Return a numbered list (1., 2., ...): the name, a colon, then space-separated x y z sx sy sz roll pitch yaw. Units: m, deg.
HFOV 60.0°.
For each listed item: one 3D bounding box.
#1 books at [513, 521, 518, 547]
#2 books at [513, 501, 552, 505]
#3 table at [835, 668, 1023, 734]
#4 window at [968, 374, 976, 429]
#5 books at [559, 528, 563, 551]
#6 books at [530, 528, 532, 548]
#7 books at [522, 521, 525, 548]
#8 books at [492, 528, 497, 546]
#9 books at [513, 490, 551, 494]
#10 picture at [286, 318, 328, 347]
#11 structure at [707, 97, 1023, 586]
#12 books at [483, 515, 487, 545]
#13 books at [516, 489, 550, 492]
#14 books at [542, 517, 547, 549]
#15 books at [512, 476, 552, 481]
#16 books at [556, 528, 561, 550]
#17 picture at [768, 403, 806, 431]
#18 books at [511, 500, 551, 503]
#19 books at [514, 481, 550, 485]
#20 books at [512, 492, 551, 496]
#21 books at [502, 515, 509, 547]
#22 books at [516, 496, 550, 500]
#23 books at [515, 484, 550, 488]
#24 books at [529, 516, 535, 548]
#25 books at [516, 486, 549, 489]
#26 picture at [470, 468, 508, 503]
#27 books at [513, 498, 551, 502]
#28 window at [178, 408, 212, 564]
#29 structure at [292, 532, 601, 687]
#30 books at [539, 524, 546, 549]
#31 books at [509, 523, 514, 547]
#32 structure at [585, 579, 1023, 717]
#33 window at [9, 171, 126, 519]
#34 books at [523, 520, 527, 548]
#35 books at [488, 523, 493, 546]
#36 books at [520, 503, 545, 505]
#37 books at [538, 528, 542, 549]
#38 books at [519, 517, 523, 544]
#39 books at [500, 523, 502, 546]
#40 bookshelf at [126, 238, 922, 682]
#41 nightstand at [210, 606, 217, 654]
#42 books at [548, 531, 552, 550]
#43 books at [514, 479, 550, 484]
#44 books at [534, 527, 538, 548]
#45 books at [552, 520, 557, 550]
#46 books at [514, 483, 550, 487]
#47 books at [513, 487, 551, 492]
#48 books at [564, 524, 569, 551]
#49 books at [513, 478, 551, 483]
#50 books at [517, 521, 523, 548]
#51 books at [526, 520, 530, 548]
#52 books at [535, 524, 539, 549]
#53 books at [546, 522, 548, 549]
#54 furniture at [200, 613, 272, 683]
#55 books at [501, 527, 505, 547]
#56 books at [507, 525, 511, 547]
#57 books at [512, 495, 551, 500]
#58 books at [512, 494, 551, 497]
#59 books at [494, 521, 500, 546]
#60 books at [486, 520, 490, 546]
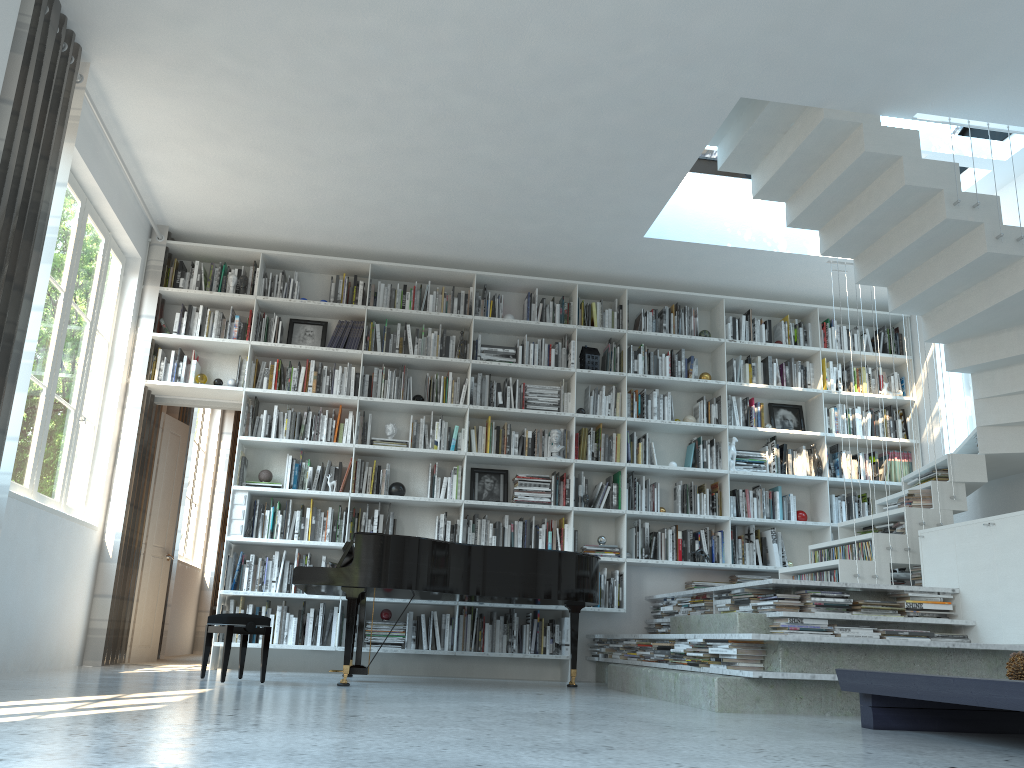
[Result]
1. books: 0.019 1.194 6.852 0.025 0.254 0.136 5 -16 -8
2. books: 0.149 0.939 6.921 0.285 0.012 0.160 6 -17 -13
3. table: 1.972 1.086 2.897 1.270 0.217 1.261 5 -16 -8
4. window: 3.812 -0.156 6.712 0.042 1.222 1.121 5 -16 -8
5. books: 0.374 1.233 6.869 0.011 0.216 0.166 5 -16 -8
6. books: 0.131 1.224 6.849 0.021 0.202 0.128 5 -16 -8
7. books: 0.078 1.197 6.851 0.011 0.251 0.159 5 -16 -8
8. books: -0.147 1.204 6.785 0.029 0.183 0.175 5 -16 -8
9. books: 0.153 0.859 6.944 0.285 0.012 0.160 3 -16 -3
10. picture: -1.629 -0.373 7.046 0.300 0.299 0.078 5 -16 -8
11. structure: 2.378 -0.072 5.673 2.614 3.371 1.960 5 -16 -8
12. books: -0.211 1.154 6.797 0.013 0.281 0.167 5 -16 -8
13. books: 0.153 0.848 6.948 0.254 0.012 0.161 6 -17 -13
14. books: 0.246 1.189 6.875 0.014 0.293 0.138 5 -16 -8
15. books: 0.157 0.755 6.973 0.285 0.012 0.160 6 -17 -13
16. books: 0.347 1.232 6.864 0.042 0.211 0.169 5 -16 -8
17. picture: 2.332 0.311 7.515 0.300 0.299 0.078 5 -16 -8
18. books: 0.148 0.930 6.934 0.285 0.012 0.160 5 -16 -9
19. books: 0.155 0.791 6.968 0.254 0.012 0.161 6 -17 -11
20. books: 0.151 0.873 6.947 0.285 0.012 0.160 4 -16 -6
21. books: -0.056 1.165 6.830 0.026 0.291 0.152 5 -16 -8
22. books: 0.151 0.905 6.932 0.254 0.012 0.161 6 -17 -13
23. books: 0.154 0.815 6.961 0.254 0.012 0.161 6 -17 -11
24. books: 0.151 1.178 6.854 0.012 0.295 0.178 5 -16 -8
25. books: 0.154 0.826 6.958 0.254 0.012 0.161 4 -16 -5
26. picture: -0.180 0.811 6.963 0.300 0.299 0.078 5 -16 -8
27. books: 0.150 0.916 6.928 0.285 0.012 0.160 3 -16 -3
28. window: -3.364 0.824 9.174 0.073 2.002 1.989 5 -16 -8
29. structure: -0.350 1.440 5.532 1.918 0.830 1.338 5 -16 -8
30. books: 0.228 1.213 6.853 0.023 0.234 0.175 5 -16 -8
31. books: -0.006 1.196 6.831 0.031 0.236 0.159 5 -16 -8
32. structure: 2.117 1.646 5.563 2.899 0.657 3.122 5 -16 -8
33. window: -2.740 -0.252 5.392 0.073 2.002 1.989 5 -16 -8
34. books: 0.090 1.191 6.843 0.010 0.260 0.182 5 -16 -8
35. books: -0.173 1.187 6.790 0.023 0.217 0.175 5 -16 -8
36. books: 0.148 0.953 6.925 0.254 0.012 0.161 4 -16 -6
37. books: 0.205 1.226 6.846 0.023 0.203 0.168 5 -16 -8
38. books: 0.065 1.181 6.860 0.014 0.285 0.135 5 -16 -8
39. books: -0.100 1.191 6.815 0.013 0.229 0.139 5 -16 -8
40. bookshelf: 0.245 0.694 6.945 6.297 3.132 0.331 5 -16 -8
41. nightstand: -3.528 2.839 10.251 0.650 0.516 0.432 4 -16 -5
42. books: 0.279 1.240 6.849 0.023 0.182 0.169 5 -16 -8
43. books: 0.156 0.779 6.969 0.254 0.012 0.161 6 -17 -12
44. books: 0.167 1.222 6.842 0.024 0.206 0.183 5 -16 -8
45. books: 0.313 1.204 6.877 0.026 0.271 0.175 5 -16 -8
46. books: 0.155 0.802 6.963 0.254 0.012 0.161 6 -17 -12
47. books: 0.154 0.837 6.950 0.285 0.012 0.160 3 -16 -3
48. books: 0.407 1.220 6.873 0.033 0.245 0.176 5 -16 -8
49. books: 0.155 0.768 6.977 0.285 0.012 0.160 4 -16 -6
50. books: 0.049 1.193 6.829 0.026 0.244 0.192 5 -16 -8
51. books: 0.110 1.189 6.840 0.028 0.263 0.162 5 -16 -8
52. books: 0.185 1.213 6.859 0.014 0.234 0.154 5 -16 -8
53. books: 0.258 1.211 6.879 0.014 0.255 0.145 5 -16 -8
54. furniture: -1.499 1.425 4.811 0.240 0.352 0.468 12 -19 -32
55. books: -0.081 1.205 6.801 0.023 0.196 0.165 5 -16 -8
56. books: -0.034 1.204 6.832 0.025 0.220 0.140 5 -16 -8
57. books: 0.150 0.897 6.946 0.285 0.012 0.160 5 -16 -8
58. books: 0.150 0.885 6.947 0.285 0.012 0.160 4 -16 -7
59. books: -0.119 1.183 6.803 0.029 0.237 0.166 5 -16 -8
60. books: -0.198 1.179 6.812 0.021 0.243 0.142 5 -16 -8
